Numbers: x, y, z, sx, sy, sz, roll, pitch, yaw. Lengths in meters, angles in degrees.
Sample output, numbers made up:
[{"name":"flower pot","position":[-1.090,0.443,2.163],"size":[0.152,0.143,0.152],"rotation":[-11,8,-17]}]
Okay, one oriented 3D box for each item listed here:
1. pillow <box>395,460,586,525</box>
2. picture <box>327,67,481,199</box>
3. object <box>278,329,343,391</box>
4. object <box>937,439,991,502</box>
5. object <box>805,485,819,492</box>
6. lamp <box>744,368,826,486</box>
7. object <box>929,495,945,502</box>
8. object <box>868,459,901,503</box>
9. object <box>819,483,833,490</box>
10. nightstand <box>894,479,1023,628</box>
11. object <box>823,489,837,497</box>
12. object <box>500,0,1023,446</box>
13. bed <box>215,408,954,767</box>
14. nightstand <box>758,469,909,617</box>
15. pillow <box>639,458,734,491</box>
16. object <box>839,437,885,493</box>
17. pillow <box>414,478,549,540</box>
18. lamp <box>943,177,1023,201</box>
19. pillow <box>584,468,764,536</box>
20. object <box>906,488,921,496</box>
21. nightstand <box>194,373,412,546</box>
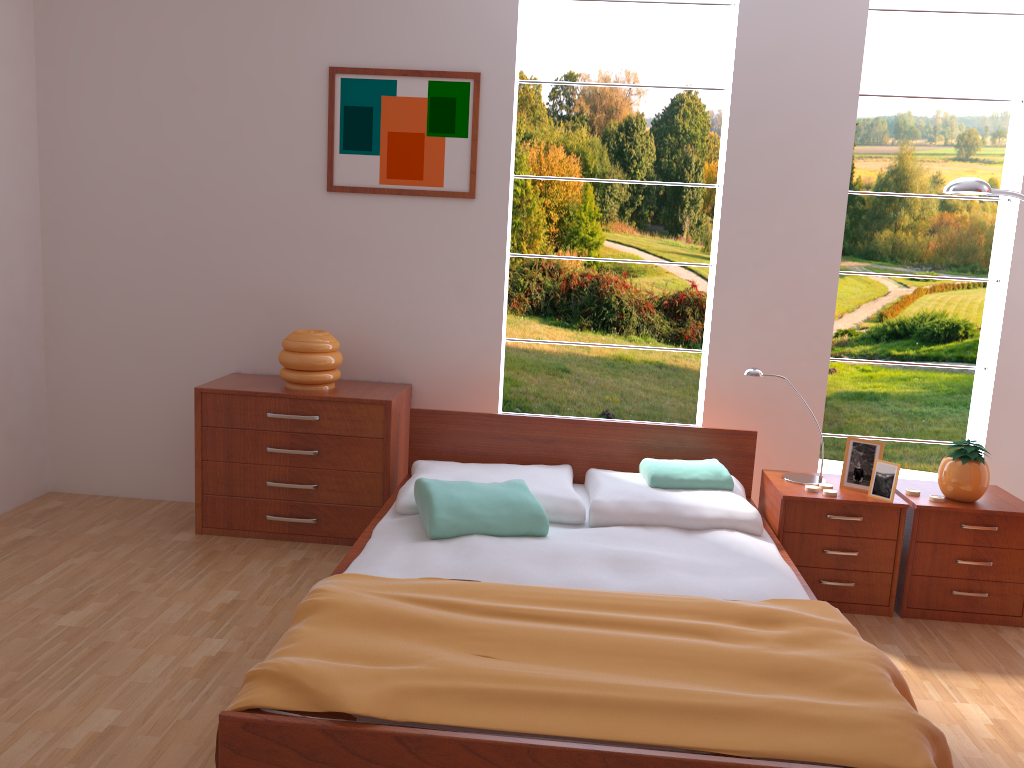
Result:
[{"name":"pillow","position":[-0.084,0.408,3.384],"size":[0.682,0.157,0.574],"rotation":[3,9,-2]},{"name":"picture","position":[-0.463,-1.066,3.771],"size":[0.645,0.517,0.030],"rotation":[4,9,4]},{"name":"object","position":[-0.847,-0.103,3.731],"size":[0.264,0.244,0.264],"rotation":[7,10,21]},{"name":"object","position":[1.646,0.312,3.227],"size":[0.169,0.223,0.170],"rotation":[0,10,-16]},{"name":"object","position":[1.098,0.385,3.247],"size":[0.049,0.018,0.049],"rotation":[1,9,-9]},{"name":"lamp","position":[1.041,0.158,3.349],"size":[0.337,0.421,0.163],"rotation":[2,9,-8]},{"name":"object","position":[1.534,0.415,3.202],"size":[0.049,0.018,0.049],"rotation":[1,9,-9]},{"name":"object","position":[1.331,0.346,3.173],"size":[0.027,0.137,0.094],"rotation":[-5,12,-40]},{"name":"object","position":[1.163,0.382,3.285],"size":[0.049,0.018,0.049],"rotation":[1,9,-9]},{"name":"nightstand","position":[1.649,0.630,3.332],"size":[0.439,0.442,0.377],"rotation":[4,9,4]},{"name":"object","position":[1.149,0.395,3.204],"size":[0.049,0.018,0.049],"rotation":[1,9,-9]},{"name":"object","position":[1.073,-0.675,3.796],"size":[2.205,1.815,0.033],"rotation":[4,9,4]},{"name":"bed","position":[0.266,0.581,2.725],"size":[1.632,0.560,1.990],"rotation":[4,9,4]},{"name":"nightstand","position":[1.187,0.600,3.365],"size":[0.439,0.442,0.377],"rotation":[4,9,4]},{"name":"pillow","position":[0.663,0.353,3.409],"size":[0.322,0.116,0.276],"rotation":[3,9,1]},{"name":"object","position":[1.292,0.300,3.276],"size":[0.131,0.191,0.037],"rotation":[9,11,34]},{"name":"pillow","position":[-0.108,0.423,3.035],"size":[0.425,0.164,0.334],"rotation":[0,10,-19]},{"name":"lamp","position":[1.984,0.039,3.429],"size":[0.799,1.603,0.387],"rotation":[-1,10,-23]},{"name":"pillow","position":[0.596,0.448,3.356],"size":[0.630,0.182,0.574],"rotation":[3,9,2]},{"name":"object","position":[1.480,0.401,3.272],"size":[0.049,0.018,0.049],"rotation":[1,9,-9]},{"name":"nightstand","position":[-0.883,0.317,3.804],"size":[0.815,0.626,0.428],"rotation":[4,9,4]}]
